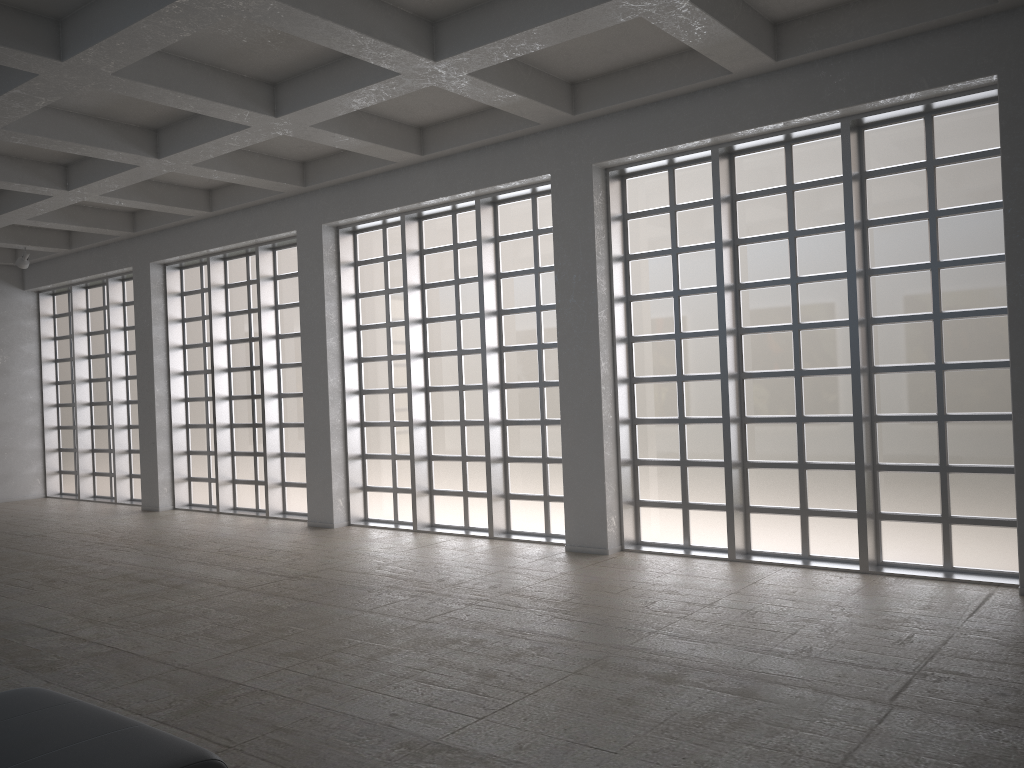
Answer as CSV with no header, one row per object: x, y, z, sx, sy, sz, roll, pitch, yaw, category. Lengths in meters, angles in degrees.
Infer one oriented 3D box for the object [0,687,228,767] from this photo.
-3.734,3.135,6.900,3.044,0.828,1.616,-3,0,38,object
